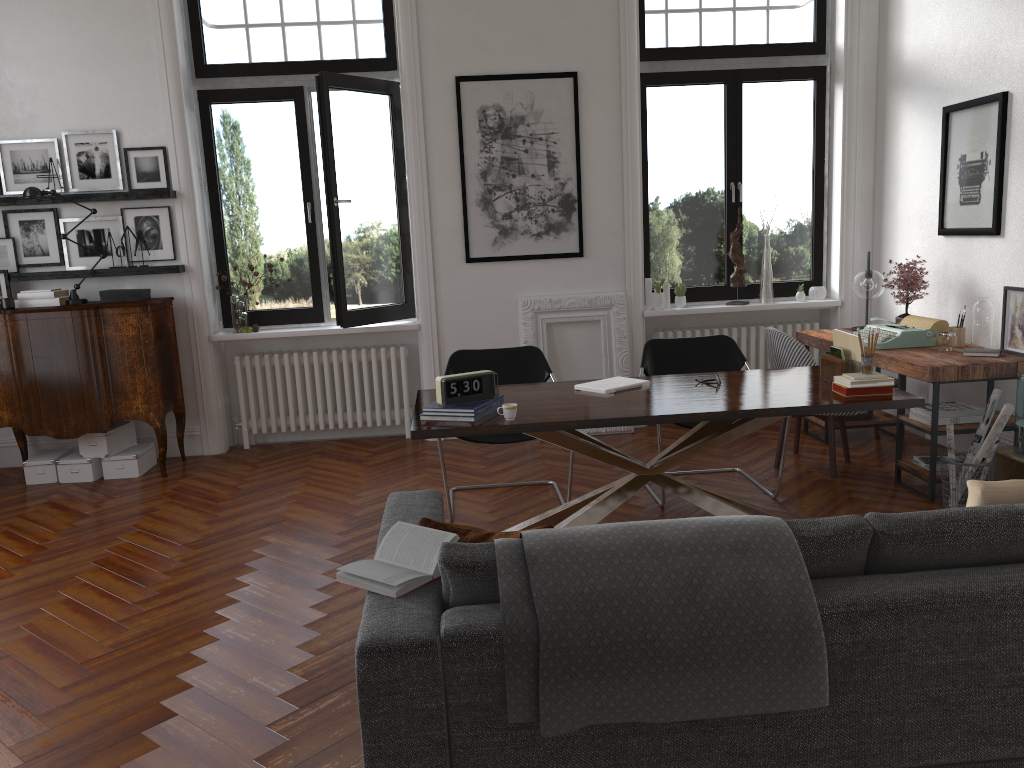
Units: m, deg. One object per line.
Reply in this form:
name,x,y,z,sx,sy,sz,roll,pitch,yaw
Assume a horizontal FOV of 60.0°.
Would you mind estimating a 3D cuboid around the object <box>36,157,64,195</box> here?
object,-3.236,-1.450,6.207,0.174,0.261,0.040,-4,11,-4

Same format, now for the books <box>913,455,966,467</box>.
books,2.430,0.436,4.993,0.268,0.014,0.195,-2,10,7

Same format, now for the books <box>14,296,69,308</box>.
books,-3.224,-0.565,6.114,0.294,0.057,0.229,-3,10,-4

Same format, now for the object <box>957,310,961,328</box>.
object,2.672,-0.336,5.316,0.054,0.208,0.008,-11,14,-38

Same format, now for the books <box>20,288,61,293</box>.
books,-3.229,-0.640,6.083,0.200,0.014,0.178,-3,10,-4

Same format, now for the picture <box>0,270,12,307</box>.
picture,-3.633,-0.667,6.224,0.213,0.258,0.020,-4,11,-4

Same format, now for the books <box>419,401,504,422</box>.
books,-0.223,0.120,4.016,0.264,0.027,0.346,1,10,21

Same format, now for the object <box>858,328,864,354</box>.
object,1.607,-0.161,4.069,0.008,0.194,0.049,-10,13,-34

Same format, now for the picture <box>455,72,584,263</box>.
picture,0.064,-1.577,6.501,0.882,1.329,0.035,-4,11,-4

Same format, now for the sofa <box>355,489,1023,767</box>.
sofa,0.918,0.681,2.760,2.644,0.832,1.257,-3,10,-4

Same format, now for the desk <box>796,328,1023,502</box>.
desk,2.456,0.117,5.614,0.647,0.761,1.791,-4,10,-4

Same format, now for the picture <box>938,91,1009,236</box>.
picture,2.836,-1.331,5.470,0.050,0.819,0.631,-4,10,-4

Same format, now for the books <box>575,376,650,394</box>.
books,0.510,0.006,4.492,0.325,0.026,0.230,-11,12,-38

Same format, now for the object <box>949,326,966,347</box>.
object,2.664,-0.284,5.309,0.058,0.114,0.075,-4,11,-4

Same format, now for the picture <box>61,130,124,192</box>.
picture,-2.960,-1.575,6.263,0.369,0.410,0.020,-4,11,-4

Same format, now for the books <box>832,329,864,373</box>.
books,1.653,-0.137,4.347,0.043,0.240,0.308,-4,10,-4

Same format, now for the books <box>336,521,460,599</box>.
books,-0.300,0.465,2.405,0.224,0.096,0.278,5,12,37

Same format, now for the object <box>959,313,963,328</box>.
object,2.684,-0.335,5.313,0.054,0.208,0.008,-6,11,-16

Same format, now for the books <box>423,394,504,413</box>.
books,-0.216,0.084,3.997,0.250,0.017,0.343,1,10,21

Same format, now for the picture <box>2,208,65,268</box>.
picture,-3.415,-1.040,6.330,0.373,0.408,0.020,-4,11,-4

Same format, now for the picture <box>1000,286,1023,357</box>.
picture,2.765,-0.340,4.830,0.023,0.371,0.281,-4,10,-4

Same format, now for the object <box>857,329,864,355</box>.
object,1.596,-0.157,4.045,0.049,0.194,0.008,-3,11,1

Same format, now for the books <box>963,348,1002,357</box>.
books,2.603,-0.177,4.943,0.213,0.031,0.128,4,12,33

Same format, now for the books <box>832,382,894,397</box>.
books,1.593,0.018,4.032,0.215,0.040,0.159,-3,10,-2

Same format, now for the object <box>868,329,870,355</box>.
object,1.617,-0.153,4.019,0.008,0.194,0.049,1,11,20

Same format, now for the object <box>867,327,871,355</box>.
object,1.635,-0.165,4.069,0.008,0.196,0.032,6,14,39

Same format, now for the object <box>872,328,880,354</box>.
object,1.649,-0.159,4.037,0.044,0.195,0.008,3,12,26

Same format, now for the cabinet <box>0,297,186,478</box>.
cabinet,-3.017,0.057,6.197,1.266,1.223,0.638,-4,11,-4

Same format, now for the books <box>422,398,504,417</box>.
books,-0.215,0.101,4.000,0.250,0.017,0.343,1,10,21

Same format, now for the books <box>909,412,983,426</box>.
books,2.401,0.180,4.905,0.308,0.038,0.225,-4,10,-5

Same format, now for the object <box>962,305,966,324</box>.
object,2.690,-0.350,5.296,0.028,0.240,0.023,-4,11,-7

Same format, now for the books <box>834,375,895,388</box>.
books,1.599,-0.016,4.030,0.207,0.029,0.163,-4,10,-6

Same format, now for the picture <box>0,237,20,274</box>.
picture,-3.680,-0.908,6.310,0.299,0.254,0.020,-3,11,-4

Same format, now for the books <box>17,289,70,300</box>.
books,-3.225,-0.615,6.110,0.239,0.044,0.253,-3,10,-4

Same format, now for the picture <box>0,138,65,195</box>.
picture,-3.387,-1.529,6.240,0.415,0.369,0.020,-3,11,-4

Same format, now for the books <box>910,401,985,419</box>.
books,2.408,0.144,4.906,0.308,0.038,0.225,-3,10,-4

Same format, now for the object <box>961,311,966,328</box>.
object,2.682,-0.332,5.289,0.008,0.208,0.054,-7,12,-20

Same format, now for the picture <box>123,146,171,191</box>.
picture,-2.592,-1.525,6.300,0.289,0.304,0.020,-4,11,-4

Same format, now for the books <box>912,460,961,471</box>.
books,2.431,0.451,4.996,0.268,0.014,0.195,-4,10,-5

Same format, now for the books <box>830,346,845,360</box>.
books,1.611,-0.104,4.370,0.041,0.158,0.128,-4,10,-4

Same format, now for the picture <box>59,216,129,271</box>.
picture,-3.000,-1.010,6.366,0.434,0.366,0.020,-3,11,-4

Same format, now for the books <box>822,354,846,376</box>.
books,1.569,-0.072,4.330,0.028,0.125,0.220,-4,10,-4

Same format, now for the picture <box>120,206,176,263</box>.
picture,-2.618,-1.077,6.385,0.343,0.386,0.020,-4,11,-4

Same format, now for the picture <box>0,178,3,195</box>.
picture,-3.739,-1.482,6.222,0.267,0.316,0.020,-4,11,-4

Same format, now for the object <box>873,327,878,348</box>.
object,1.650,-0.162,4.048,0.038,0.195,0.008,2,12,22

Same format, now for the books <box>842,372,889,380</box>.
books,1.609,-0.038,4.038,0.159,0.008,0.128,-3,10,-2

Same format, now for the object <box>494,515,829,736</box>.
object,0.345,0.562,2.201,0.752,0.389,0.398,-3,10,-4

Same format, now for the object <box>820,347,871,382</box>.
object,1.624,-0.097,4.325,0.149,0.167,0.227,-4,10,-4

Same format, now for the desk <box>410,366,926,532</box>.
desk,0.665,0.417,4.335,2.226,0.754,1.026,-3,10,-4

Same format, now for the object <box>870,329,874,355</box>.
object,1.631,-0.156,4.020,0.008,0.196,0.036,-1,11,8
